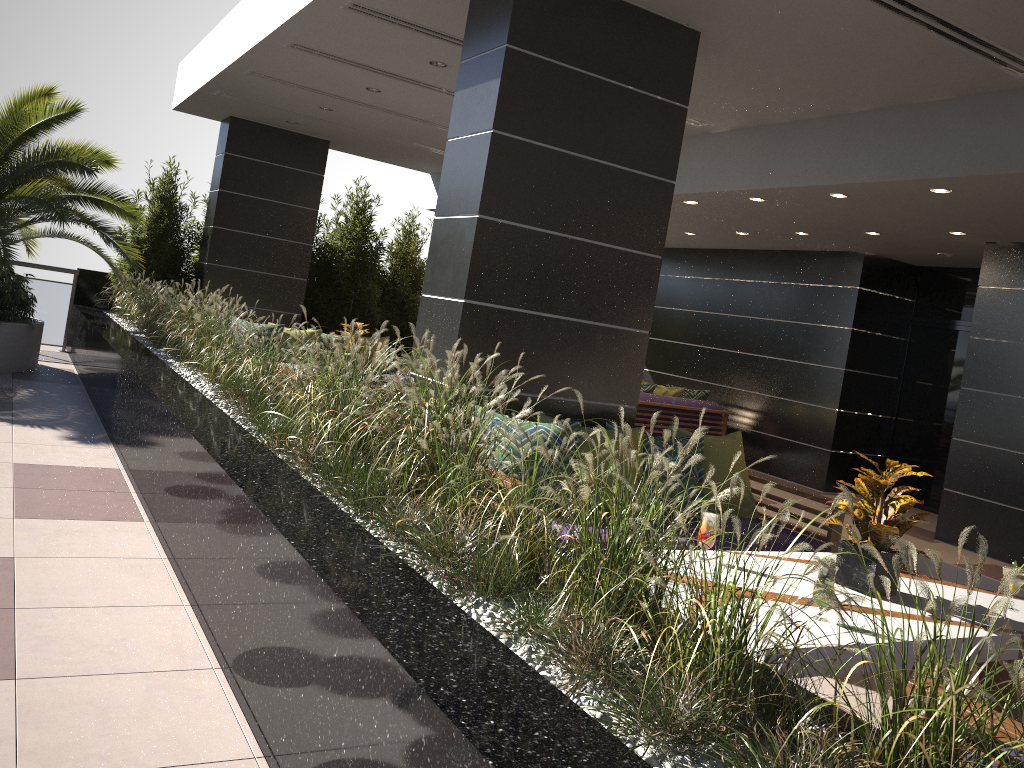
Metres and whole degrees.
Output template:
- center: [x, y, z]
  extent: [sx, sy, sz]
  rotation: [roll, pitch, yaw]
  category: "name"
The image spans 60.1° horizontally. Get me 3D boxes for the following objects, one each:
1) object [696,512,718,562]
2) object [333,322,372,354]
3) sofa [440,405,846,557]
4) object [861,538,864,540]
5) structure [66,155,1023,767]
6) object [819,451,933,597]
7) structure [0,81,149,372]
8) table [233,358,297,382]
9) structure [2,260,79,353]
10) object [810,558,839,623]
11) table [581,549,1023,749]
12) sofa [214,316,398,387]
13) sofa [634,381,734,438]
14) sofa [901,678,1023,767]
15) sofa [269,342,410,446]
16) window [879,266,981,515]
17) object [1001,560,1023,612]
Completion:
- center: [0.766, 0.601, 3.484]
  extent: [0.069, 0.181, 0.068]
  rotation: [11, 2, 43]
  category: "object"
- center: [-1.560, -0.346, 8.664]
  extent: [0.429, 0.526, 0.426]
  rotation: [9, 2, -13]
  category: "object"
- center: [0.619, 0.671, 4.735]
  extent: [2.117, 0.918, 1.125]
  rotation: [7, 3, -30]
  category: "sofa"
- center: [1.589, 0.701, 3.923]
  extent: [0.084, 0.189, 0.067]
  rotation: [9, 1, -5]
  category: "object"
- center: [3.620, 0.167, 3.190]
  extent: [7.786, 3.118, 24.869]
  rotation: [7, 5, -30]
  category: "structure"
- center: [1.412, 0.539, 3.424]
  extent: [0.429, 0.526, 0.427]
  rotation: [9, 2, -18]
  category: "object"
- center: [-5.727, -1.912, 9.042]
  extent: [3.759, 3.300, 3.800]
  rotation: [10, 3, 12]
  category: "structure"
- center: [-1.646, 0.186, 8.670]
  extent: [2.029, 0.553, 0.947]
  rotation: [7, 4, -30]
  category: "table"
- center: [-6.635, -0.313, 0.690]
  extent: [12.867, 1.057, 17.602]
  rotation: [7, 5, -30]
  category: "structure"
- center: [1.029, 0.672, 2.915]
  extent: [0.069, 0.211, 0.068]
  rotation: [10, 1, 43]
  category: "object"
- center: [1.318, 1.069, 3.438]
  extent: [2.029, 0.553, 0.947]
  rotation: [7, 4, -30]
  category: "table"
- center: [-2.229, -0.177, 9.762]
  extent: [2.117, 0.918, 1.125]
  rotation: [7, 3, -30]
  category: "sofa"
- center: [1.508, 0.369, 10.813]
  extent: [2.117, 0.918, 1.125]
  rotation: [7, 3, -30]
  category: "sofa"
- center: [2.066, 1.102, 2.181]
  extent: [2.117, 0.918, 1.125]
  rotation: [7, 3, -30]
  category: "sofa"
- center: [-0.968, 0.199, 7.537]
  extent: [2.117, 0.918, 1.125]
  rotation: [7, 3, -30]
  category: "sofa"
- center: [4.993, 0.102, 9.656]
  extent: [0.108, 2.759, 1.836]
  rotation: [9, 2, -30]
  category: "window"
- center: [1.993, 0.796, 3.507]
  extent: [0.105, 0.197, 0.106]
  rotation: [9, 1, -2]
  category: "object"
